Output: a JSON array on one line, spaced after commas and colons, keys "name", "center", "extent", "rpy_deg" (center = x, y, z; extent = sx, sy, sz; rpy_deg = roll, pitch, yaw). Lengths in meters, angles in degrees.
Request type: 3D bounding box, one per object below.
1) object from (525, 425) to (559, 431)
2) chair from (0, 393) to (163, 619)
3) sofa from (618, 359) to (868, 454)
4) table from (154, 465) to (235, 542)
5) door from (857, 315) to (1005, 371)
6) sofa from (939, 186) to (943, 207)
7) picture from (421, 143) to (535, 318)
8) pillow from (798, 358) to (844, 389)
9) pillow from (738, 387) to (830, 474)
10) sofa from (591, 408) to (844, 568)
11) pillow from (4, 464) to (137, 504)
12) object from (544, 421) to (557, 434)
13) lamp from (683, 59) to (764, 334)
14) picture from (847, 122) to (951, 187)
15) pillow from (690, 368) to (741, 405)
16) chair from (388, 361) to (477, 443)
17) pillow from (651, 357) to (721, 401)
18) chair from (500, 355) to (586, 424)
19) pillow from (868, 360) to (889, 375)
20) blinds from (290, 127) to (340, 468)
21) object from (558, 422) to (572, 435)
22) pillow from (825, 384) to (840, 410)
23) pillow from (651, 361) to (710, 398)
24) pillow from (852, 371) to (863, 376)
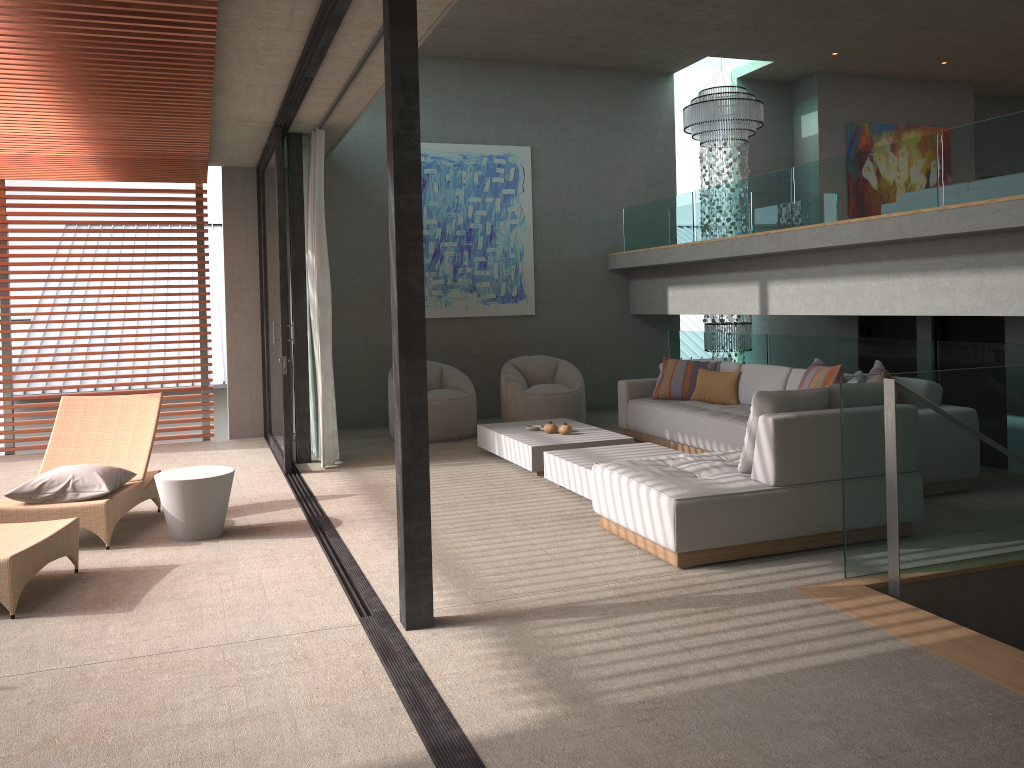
[{"name": "object", "center": [0.320, 0.395, 7.750], "extent": [0.437, 0.040, 0.155], "rpy_deg": [1, 6, 26]}, {"name": "chair", "center": [-2.739, 0.585, 5.168], "extent": [0.700, 0.825, 2.302], "rpy_deg": [-2, 5, -4]}, {"name": "sofa", "center": [2.121, 0.246, 7.484], "extent": [1.050, 0.751, 3.468], "rpy_deg": [-3, 5, -19]}, {"name": "table", "center": [-1.976, 0.749, 5.529], "extent": [0.476, 0.393, 0.475], "rpy_deg": [-4, 4, -38]}, {"name": "door", "center": [0.792, 0.411, 2.229], "extent": [5.775, 4.468, 15.368], "rpy_deg": [2, 6, 43]}, {"name": "sofa", "center": [4.809, -1.474, 8.043], "extent": [0.975, 0.862, 3.255], "rpy_deg": [-3, 5, -19]}, {"name": "picture", "center": [-0.561, -1.821, 10.491], "extent": [1.721, 2.047, 0.030], "rpy_deg": [-2, 1, -19]}, {"name": "pillow", "center": [2.359, 0.071, 6.849], "extent": [0.311, 0.493, 0.739], "rpy_deg": [-1, 4, 4]}, {"name": "pillow", "center": [1.520, 0.263, 4.944], "extent": [0.492, 0.483, 0.266], "rpy_deg": [-3, 2, -19]}, {"name": "sofa", "center": [1.387, 0.487, 5.155], "extent": [1.597, 0.732, 1.015], "rpy_deg": [-3, 4, -19]}, {"name": "pillow", "center": [-2.730, 0.611, 5.506], "extent": [0.595, 0.194, 0.595], "rpy_deg": [-2, 5, -8]}, {"name": "object", "center": [0.332, 0.373, 7.616], "extent": [0.119, 0.106, 0.120], "rpy_deg": [-2, 3, -15]}, {"name": "lamp", "center": [2.724, -2.184, 11.283], "extent": [1.001, 3.936, 0.999], "rpy_deg": [-2, 1, -39]}, {"name": "picture", "center": [5.292, -2.894, 12.024], "extent": [1.752, 1.249, 0.030], "rpy_deg": [-3, 1, -19]}, {"name": "pillow", "center": [1.935, 0.025, 8.330], "extent": [0.463, 0.324, 0.226], "rpy_deg": [1, 3, 33]}, {"name": "chair", "center": [-0.836, 0.160, 9.308], "extent": [0.923, 0.787, 0.922], "rpy_deg": [-2, 3, -15]}, {"name": "pillow", "center": [1.703, -0.041, 8.616], "extent": [0.655, 0.441, 0.341], "rpy_deg": [0, 3, 24]}, {"name": "chair", "center": [0.336, 0.099, 9.624], "extent": [0.922, 0.787, 0.923], "rpy_deg": [-1, 3, 5]}, {"name": "pillow", "center": [2.580, 0.106, 6.269], "extent": [0.279, 0.503, 0.699], "rpy_deg": [-1, 4, 24]}, {"name": "blinds", "center": [-1.991, -0.835, 8.712], "extent": [0.223, 2.920, 2.429], "rpy_deg": [-2, 2, -20]}, {"name": "object", "center": [0.453, 0.378, 7.521], "extent": [0.119, 0.106, 0.120], "rpy_deg": [-1, 3, 15]}, {"name": "pillow", "center": [1.974, 0.225, 5.102], "extent": [0.492, 0.497, 0.238], "rpy_deg": [-3, 2, -19]}, {"name": "pillow", "center": [1.695, -0.017, 8.813], "extent": [0.618, 0.420, 0.312], "rpy_deg": [0, 2, 17]}, {"name": "pillow", "center": [2.493, 0.121, 6.554], "extent": [0.239, 0.404, 0.596], "rpy_deg": [-1, 4, 24]}]
